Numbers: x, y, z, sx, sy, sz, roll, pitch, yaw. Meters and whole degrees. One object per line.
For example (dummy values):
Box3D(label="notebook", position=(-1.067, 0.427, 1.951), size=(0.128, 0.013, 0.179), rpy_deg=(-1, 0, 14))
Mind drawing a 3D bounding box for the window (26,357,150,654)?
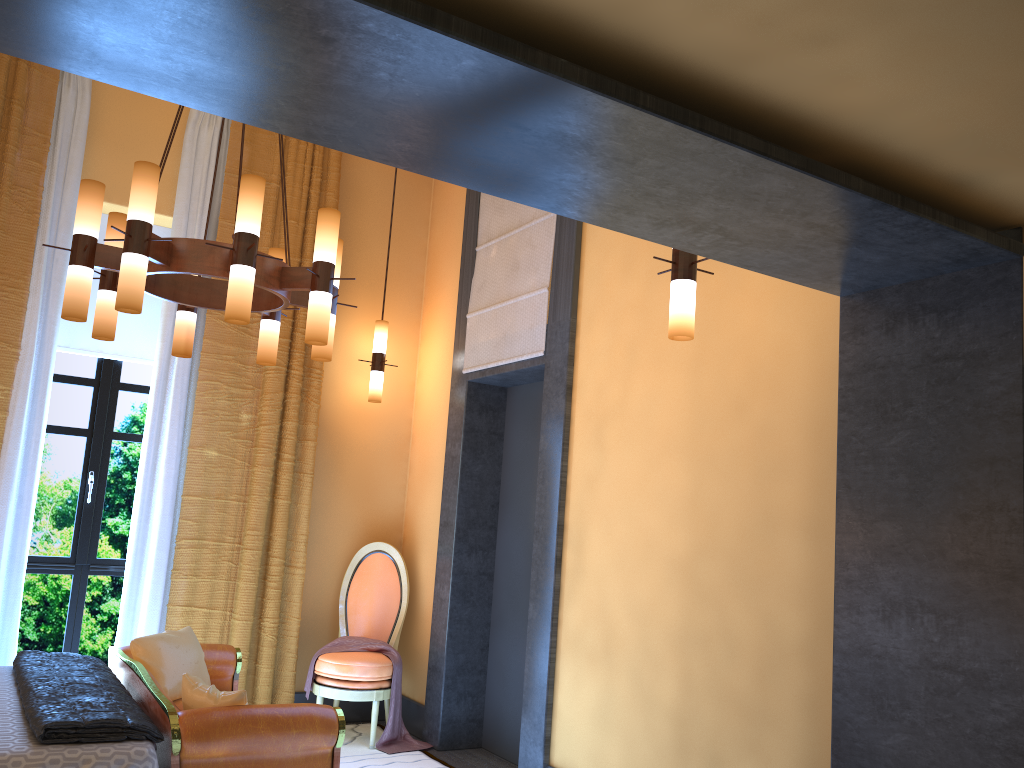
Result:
Box3D(label="window", position=(-2.450, 0.470, 5.230), size=(1.202, 2.991, 0.130), rpy_deg=(9, -9, -31))

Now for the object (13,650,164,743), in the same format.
Box3D(label="object", position=(-1.684, 1.180, 3.427), size=(0.405, 0.104, 1.463), rpy_deg=(9, -11, -31))

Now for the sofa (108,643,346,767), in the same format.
Box3D(label="sofa", position=(-1.285, 1.505, 3.737), size=(0.651, 0.638, 1.617), rpy_deg=(9, -10, -30))

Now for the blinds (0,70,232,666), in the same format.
Box3D(label="blinds", position=(-2.291, -0.105, 5.005), size=(2.054, 4.064, 0.237), rpy_deg=(9, -10, -33))

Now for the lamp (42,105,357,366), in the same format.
Box3D(label="lamp", position=(-1.145, -1.239, 3.688), size=(1.141, 2.162, 1.144), rpy_deg=(5, -8, -8))

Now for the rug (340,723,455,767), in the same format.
Box3D(label="rug", position=(-1.537, 1.733, 3.266), size=(3.707, 0.016, 3.392), rpy_deg=(9, -11, -30))

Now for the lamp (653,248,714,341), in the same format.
Box3D(label="lamp", position=(0.597, -0.418, 3.073), size=(0.199, 0.530, 0.200), rpy_deg=(2, -8, 14))

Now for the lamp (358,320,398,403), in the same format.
Box3D(label="lamp", position=(-0.866, -0.145, 5.749), size=(0.199, 0.530, 0.200), rpy_deg=(2, -8, 14))

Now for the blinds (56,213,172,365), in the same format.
Box3D(label="blinds", position=(-2.370, -0.579, 5.367), size=(1.202, 0.870, 0.013), rpy_deg=(9, -9, -31))

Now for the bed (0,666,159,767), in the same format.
Box3D(label="bed", position=(-2.383, 1.169, 3.006), size=(2.110, 0.822, 1.891), rpy_deg=(9, -10, -31))

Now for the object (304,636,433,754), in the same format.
Box3D(label="object", position=(-0.827, 1.798, 5.213), size=(0.802, 0.570, 0.430), rpy_deg=(1, -9, 17))

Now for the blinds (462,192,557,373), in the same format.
Box3D(label="blinds", position=(-0.002, -0.882, 5.149), size=(0.042, 1.572, 0.896), rpy_deg=(9, -9, -30))

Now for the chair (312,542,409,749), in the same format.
Box3D(label="chair", position=(-0.900, 1.528, 5.315), size=(0.500, 1.144, 0.634), rpy_deg=(4, -8, 2))

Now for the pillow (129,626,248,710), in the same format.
Box3D(label="pillow", position=(-2.113, 1.210, 3.885), size=(2.627, 0.406, 1.150), rpy_deg=(2, -9, 11))

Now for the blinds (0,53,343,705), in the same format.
Box3D(label="blinds", position=(-2.214, -0.130, 4.958), size=(2.454, 4.134, 0.134), rpy_deg=(9, -9, -31))
